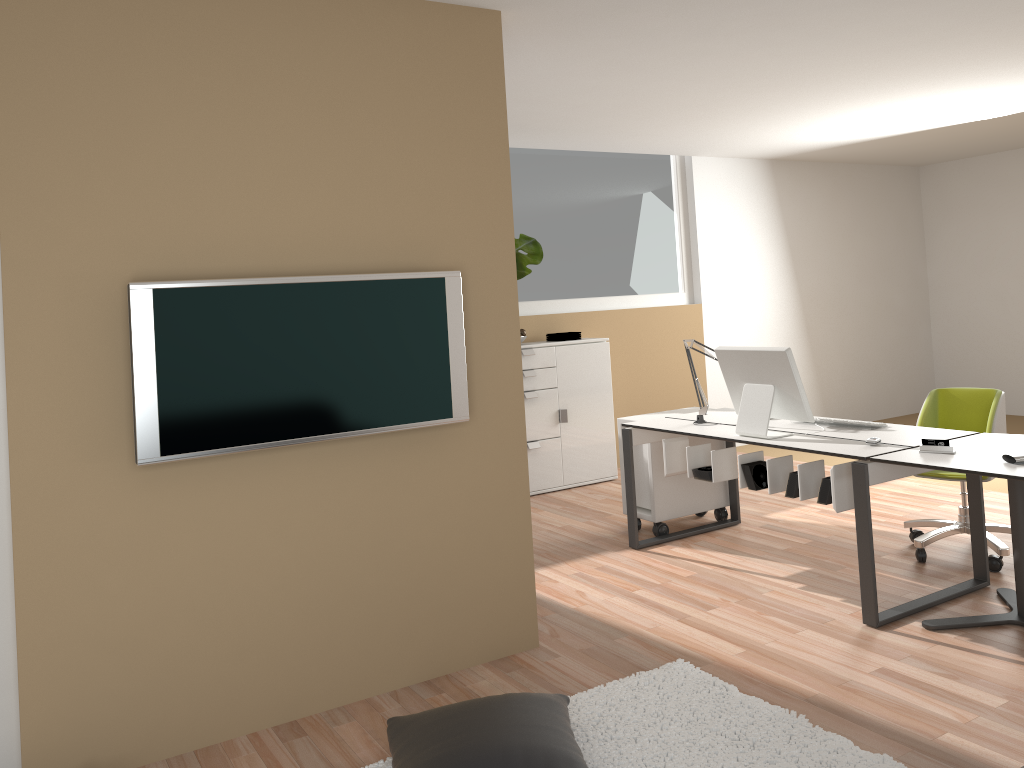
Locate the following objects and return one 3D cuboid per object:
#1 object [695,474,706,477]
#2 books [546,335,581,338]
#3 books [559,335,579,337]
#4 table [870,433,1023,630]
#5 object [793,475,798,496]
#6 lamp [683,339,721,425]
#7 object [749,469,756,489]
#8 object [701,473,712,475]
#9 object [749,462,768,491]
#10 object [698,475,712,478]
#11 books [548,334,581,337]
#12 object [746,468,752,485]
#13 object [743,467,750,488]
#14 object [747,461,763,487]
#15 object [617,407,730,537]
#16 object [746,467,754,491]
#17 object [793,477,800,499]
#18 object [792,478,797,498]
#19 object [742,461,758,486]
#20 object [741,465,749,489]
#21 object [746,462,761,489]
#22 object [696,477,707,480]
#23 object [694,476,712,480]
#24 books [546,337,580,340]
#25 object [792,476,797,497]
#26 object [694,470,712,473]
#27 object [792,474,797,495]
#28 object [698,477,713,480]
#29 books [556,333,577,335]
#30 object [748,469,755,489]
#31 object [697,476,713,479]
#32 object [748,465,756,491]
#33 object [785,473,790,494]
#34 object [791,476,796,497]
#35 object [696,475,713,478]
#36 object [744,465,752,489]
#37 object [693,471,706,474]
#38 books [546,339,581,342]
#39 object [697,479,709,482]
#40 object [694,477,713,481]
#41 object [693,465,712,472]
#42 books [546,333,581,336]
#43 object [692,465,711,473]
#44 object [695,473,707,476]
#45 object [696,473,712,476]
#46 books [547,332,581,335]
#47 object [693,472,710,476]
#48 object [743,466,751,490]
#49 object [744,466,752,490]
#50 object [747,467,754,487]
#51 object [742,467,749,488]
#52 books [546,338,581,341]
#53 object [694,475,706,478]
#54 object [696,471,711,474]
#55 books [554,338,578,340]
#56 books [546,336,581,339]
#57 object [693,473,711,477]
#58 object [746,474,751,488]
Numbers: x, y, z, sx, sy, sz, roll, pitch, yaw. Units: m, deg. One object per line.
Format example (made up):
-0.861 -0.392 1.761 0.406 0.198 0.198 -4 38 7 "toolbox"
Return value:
1.006 0.454 4.445 0.133 0.002 0.119 -7 6 -31 "object"
0.402 -0.367 6.831 0.223 0.006 0.157 -7 6 -31 "books"
0.401 -0.373 6.830 0.223 0.006 0.157 -6 6 -30 "books"
2.078 0.614 3.473 0.929 0.689 0.809 -5 3 -34 "table"
1.312 0.447 3.933 0.133 0.114 0.040 -5 0 -31 "object"
1.185 0.020 4.685 0.538 0.530 0.140 -3 -1 24 "lamp"
1.181 0.435 4.151 0.133 0.114 0.040 -5 0 -31 "object"
1.003 0.443 4.448 0.133 0.002 0.119 -7 6 -31 "object"
1.181 0.434 4.150 0.133 0.114 0.039 -5 0 -31 "object"
1.006 0.456 4.444 0.133 0.002 0.119 -7 6 -31 "object"
0.399 -0.378 6.834 0.223 0.008 0.157 -7 6 -31 "books"
1.171 0.434 4.166 0.133 0.114 0.040 -5 0 -31 "object"
1.162 0.433 4.182 0.133 0.114 0.040 -5 0 -31 "object"
1.169 0.433 4.170 0.133 0.114 0.039 -5 0 -31 "object"
0.998 0.521 5.331 0.624 0.677 0.307 -4 0 -31 "object"
1.173 0.434 4.164 0.133 0.114 0.040 -5 0 -31 "object"
1.313 0.447 3.931 0.133 0.114 0.040 -5 0 -31 "object"
1.310 0.446 3.935 0.133 0.114 0.040 -5 0 -31 "object"
1.160 0.432 4.186 0.133 0.114 0.039 -5 0 -31 "object"
1.157 0.432 4.190 0.133 0.114 0.040 -5 0 -31 "object"
1.174 0.434 4.162 0.133 0.114 0.039 -5 0 -31 "object"
1.009 0.467 4.441 0.133 0.002 0.119 -7 6 -31 "object"
1.008 0.465 4.441 0.133 0.002 0.119 -7 6 -31 "object"
0.400 -0.356 6.830 0.223 0.007 0.157 -7 6 -33 "books"
1.309 0.446 3.937 0.133 0.114 0.040 -5 0 -31 "object"
1.001 0.434 4.451 0.133 0.002 0.119 -7 6 -31 "object"
1.308 0.446 3.939 0.133 0.114 0.040 -5 0 -31 "object"
1.008 0.465 4.441 0.133 0.002 0.119 -7 6 -31 "object"
0.402 -0.389 6.832 0.223 0.007 0.157 -7 6 -31 "books"
1.177 0.434 4.157 0.133 0.114 0.040 -5 0 -31 "object"
1.007 0.460 4.443 0.133 0.002 0.119 -7 6 -31 "object"
1.179 0.434 4.154 0.133 0.114 0.039 -5 0 -31 "object"
1.288 0.444 3.972 0.133 0.114 0.040 -5 0 -31 "object"
1.307 0.446 3.941 0.133 0.114 0.040 -5 0 -31 "object"
1.006 0.456 4.444 0.133 0.002 0.119 -7 6 -31 "object"
1.168 0.433 4.172 0.133 0.114 0.040 -5 0 -31 "object"
1.002 0.438 4.450 0.133 0.002 0.119 -7 6 -31 "object"
0.403 -0.339 6.829 0.223 0.007 0.157 -7 6 -31 "books"
1.011 0.476 4.438 0.133 0.002 0.119 -7 6 -31 "object"
1.009 0.469 4.440 0.133 0.002 0.119 -7 6 -31 "object"
1.000 0.429 4.453 0.133 0.002 0.119 -7 6 -31 "object"
0.399 -0.384 6.834 0.223 0.008 0.157 -7 6 -31 "books"
1.000 0.429 4.453 0.133 0.002 0.119 -7 6 -31 "object"
1.004 0.447 4.447 0.133 0.002 0.119 -7 6 -31 "object"
1.004 0.447 4.447 0.133 0.002 0.119 -7 6 -31 "object"
0.402 -0.395 6.833 0.223 0.006 0.157 -7 6 -31 "books"
1.004 0.445 4.448 0.133 0.002 0.119 -7 6 -31 "object"
1.163 0.433 4.180 0.133 0.114 0.040 -5 0 -31 "object"
1.167 0.433 4.174 0.133 0.114 0.040 -5 0 -31 "object"
1.176 0.434 4.158 0.133 0.114 0.040 -5 0 -31 "object"
1.158 0.433 4.188 0.133 0.114 0.040 -5 0 -31 "object"
0.402 -0.345 6.830 0.223 0.006 0.157 -7 6 -31 "books"
1.007 0.458 4.443 0.133 0.002 0.119 -7 6 -31 "object"
1.002 0.436 4.451 0.133 0.002 0.119 -7 6 -31 "object"
0.402 -0.350 6.830 0.223 0.006 0.157 -7 6 -31 "books"
0.402 -0.362 6.831 0.223 0.006 0.157 -7 6 -31 "books"
1.005 0.449 4.446 0.133 0.002 0.119 -7 6 -31 "object"
1.165 0.433 4.178 0.133 0.114 0.039 -5 0 -31 "object"
